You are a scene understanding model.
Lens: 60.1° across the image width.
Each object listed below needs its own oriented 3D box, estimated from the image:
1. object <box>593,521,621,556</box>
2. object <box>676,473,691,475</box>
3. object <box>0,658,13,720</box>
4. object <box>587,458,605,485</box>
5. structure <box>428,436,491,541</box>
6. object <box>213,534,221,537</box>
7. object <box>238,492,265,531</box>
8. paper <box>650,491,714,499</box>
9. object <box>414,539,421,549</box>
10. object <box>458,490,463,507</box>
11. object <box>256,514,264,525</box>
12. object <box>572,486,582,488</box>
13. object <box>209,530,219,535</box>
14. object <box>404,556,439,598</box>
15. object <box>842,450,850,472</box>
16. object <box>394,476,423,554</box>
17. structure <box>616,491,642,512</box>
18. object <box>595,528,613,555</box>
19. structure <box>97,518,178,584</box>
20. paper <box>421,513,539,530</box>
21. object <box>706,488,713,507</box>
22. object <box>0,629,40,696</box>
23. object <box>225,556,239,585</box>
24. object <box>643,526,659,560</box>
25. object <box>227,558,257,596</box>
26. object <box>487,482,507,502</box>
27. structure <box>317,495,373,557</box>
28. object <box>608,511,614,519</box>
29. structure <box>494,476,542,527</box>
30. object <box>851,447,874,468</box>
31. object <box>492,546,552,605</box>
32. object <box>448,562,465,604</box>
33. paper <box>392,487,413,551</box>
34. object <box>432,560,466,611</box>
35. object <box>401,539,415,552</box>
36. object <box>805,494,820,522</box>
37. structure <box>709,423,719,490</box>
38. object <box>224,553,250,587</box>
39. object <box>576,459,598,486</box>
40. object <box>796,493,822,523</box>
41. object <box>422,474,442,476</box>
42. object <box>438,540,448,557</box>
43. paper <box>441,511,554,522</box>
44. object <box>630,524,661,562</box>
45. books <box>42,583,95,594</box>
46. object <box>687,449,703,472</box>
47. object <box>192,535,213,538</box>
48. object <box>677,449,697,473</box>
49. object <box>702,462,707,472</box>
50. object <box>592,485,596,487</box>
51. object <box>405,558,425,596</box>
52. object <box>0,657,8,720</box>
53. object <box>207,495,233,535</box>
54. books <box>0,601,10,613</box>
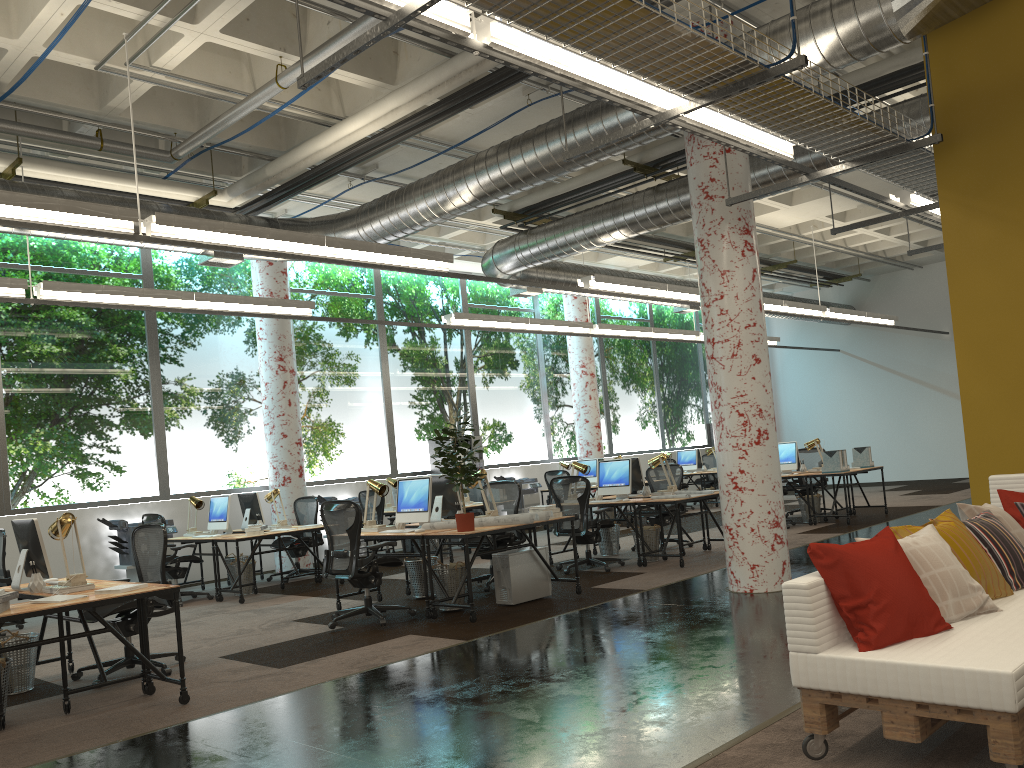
[{"bbox_3d":[1.230,1.963,11.293,0.360,0.434,0.353,-8,-4,40],"label":"object"},{"bbox_3d":[3.485,1.841,18.169,0.440,0.017,0.118,-10,-7,44],"label":"object"},{"bbox_3d":[-3.183,1.841,5.305,0.360,0.434,0.353,-8,-4,40],"label":"object"},{"bbox_3d":[1.557,1.641,16.551,0.485,0.484,0.189,-9,-4,44],"label":"object"},{"bbox_3d":[-0.928,1.867,15.796,0.640,1.807,0.749,-7,-3,44],"label":"structure"},{"bbox_3d":[-3.501,1.801,10.513,0.106,0.029,0.060,0,-7,-45],"label":"object"},{"bbox_3d":[-3.395,1.647,11.457,0.485,0.484,0.189,-9,-4,44],"label":"object"},{"bbox_3d":[1.942,1.258,10.093,0.570,0.061,0.625,-10,-7,41],"label":"paper"},{"bbox_3d":[-1.470,2.445,13.815,0.236,0.402,0.119,-8,-3,45],"label":"object"},{"bbox_3d":[-0.833,1.593,12.463,0.281,0.301,0.150,-9,-4,44],"label":"object"},{"bbox_3d":[-3.184,1.741,11.173,0.101,0.209,0.102,-5,-3,-1],"label":"object"},{"bbox_3d":[1.223,1.843,15.841,0.440,0.017,0.118,-10,-7,44],"label":"object"},{"bbox_3d":[-3.763,1.794,11.169,0.101,0.209,0.102,-5,-3,-1],"label":"object"},{"bbox_3d":[-0.906,1.935,9.002,0.360,0.434,0.353,-8,-4,40],"label":"object"},{"bbox_3d":[4.652,1.109,12.670,0.281,0.301,0.150,-9,-4,44],"label":"object"},{"bbox_3d":[-1.578,2.008,13.330,1.082,1.206,0.190,-8,-4,44],"label":"object"},{"bbox_3d":[2.443,2.237,19.217,0.505,1.055,1.057,-8,-4,44],"label":"structure"},{"bbox_3d":[1.173,1.977,11.239,0.236,0.402,0.119,-8,-3,45],"label":"object"},{"bbox_3d":[-4.850,2.245,11.711,0.505,1.055,1.057,-8,-4,44],"label":"structure"},{"bbox_3d":[-0.309,1.228,7.864,1.136,0.082,0.083,-7,-4,19],"label":"paper"},{"bbox_3d":[4.027,2.322,18.146,0.236,0.402,0.119,-8,-3,45],"label":"object"},{"bbox_3d":[-3.525,1.956,6.265,0.360,0.434,0.353,-8,-4,40],"label":"object"},{"bbox_3d":[-3.646,2.447,11.577,0.236,0.402,0.119,-8,-3,45],"label":"object"},{"bbox_3d":[1.631,1.860,10.386,0.236,0.402,0.119,-8,-3,45],"label":"object"},{"bbox_3d":[-3.247,2.318,10.670,0.360,0.434,0.353,-8,-4,40],"label":"object"},{"bbox_3d":[-0.231,1.592,13.082,0.281,0.301,0.150,-9,-4,44],"label":"object"},{"bbox_3d":[-2.596,2.242,14.034,0.505,1.055,1.057,-8,-4,44],"label":"structure"},{"bbox_3d":[1.765,2.325,15.818,0.236,0.402,0.119,-8,-3,45],"label":"object"},{"bbox_3d":[0.180,2.239,16.890,0.505,1.055,1.057,-8,-4,44],"label":"structure"},{"bbox_3d":[5.253,1.108,13.289,0.281,0.301,0.150,-9,-4,44],"label":"object"},{"bbox_3d":[0.101,1.766,8.205,0.222,0.454,0.540,-8,-4,44],"label":"object"},{"bbox_3d":[-0.505,1.832,8.095,0.236,0.402,0.119,-8,-3,45],"label":"object"},{"bbox_3d":[-1.708,2.121,14.406,0.441,1.196,0.412,-6,-2,22],"label":"paper"},{"bbox_3d":[-0.565,1.820,8.042,0.360,0.434,0.353,-8,-4,40],"label":"object"},{"bbox_3d":[-1.648,2.527,14.387,0.352,0.397,0.354,-4,-4,-27],"label":"object"},{"bbox_3d":[4.473,1.844,13.169,0.236,0.402,0.119,-8,-3,45],"label":"object"},{"bbox_3d":[5.574,1.859,22.484,0.640,1.807,0.749,-7,-3,44],"label":"structure"},{"bbox_3d":[-3.589,2.433,11.630,0.360,0.434,0.353,-8,-4,40],"label":"object"},{"bbox_3d":[1.375,1.609,15.990,0.485,0.484,0.189,-9,-4,44],"label":"object"},{"bbox_3d":[4.413,1.832,13.116,0.360,0.434,0.353,-8,-4,40],"label":"object"},{"bbox_3d":[-1.219,1.644,13.695,0.485,0.484,0.189,-9,-4,44],"label":"object"},{"bbox_3d":[-1.012,2.328,12.962,0.236,0.402,0.119,-8,-3,45],"label":"object"},{"bbox_3d":[-0.192,1.228,7.984,1.135,0.082,0.083,-6,-4,9],"label":"paper"},{"bbox_3d":[1.571,1.847,10.333,0.360,0.434,0.353,-8,-4,40],"label":"object"},{"bbox_3d":[-2.874,1.320,5.740,0.310,0.038,0.225,-10,-7,44],"label":"books"},{"bbox_3d":[3.819,1.639,18.879,0.485,0.484,0.189,-9,-4,44],"label":"object"},{"bbox_3d":[-3.729,1.849,10.746,0.440,0.017,0.118,-10,-7,44],"label":"object"},{"bbox_3d":[3.637,1.606,18.318,0.485,0.484,0.189,-9,-4,44],"label":"object"},{"bbox_3d":[4.030,1.733,18.596,0.101,0.209,0.102,-5,-3,-1],"label":"object"},{"bbox_3d":[1.451,1.795,15.607,0.106,0.029,0.060,0,-7,-45],"label":"object"},{"bbox_3d":[-0.964,1.949,8.948,0.236,0.402,0.119,-8,-3,45],"label":"object"},{"bbox_3d":[-3.124,1.853,5.358,0.236,0.402,0.119,-8,-3,45],"label":"object"},{"bbox_3d":[-3.577,1.614,10.895,0.485,0.484,0.189,-9,-4,44],"label":"object"},{"bbox_3d":[-2.919,1.245,4.895,0.200,0.050,0.273,-4,-5,-19],"label":"books"}]
